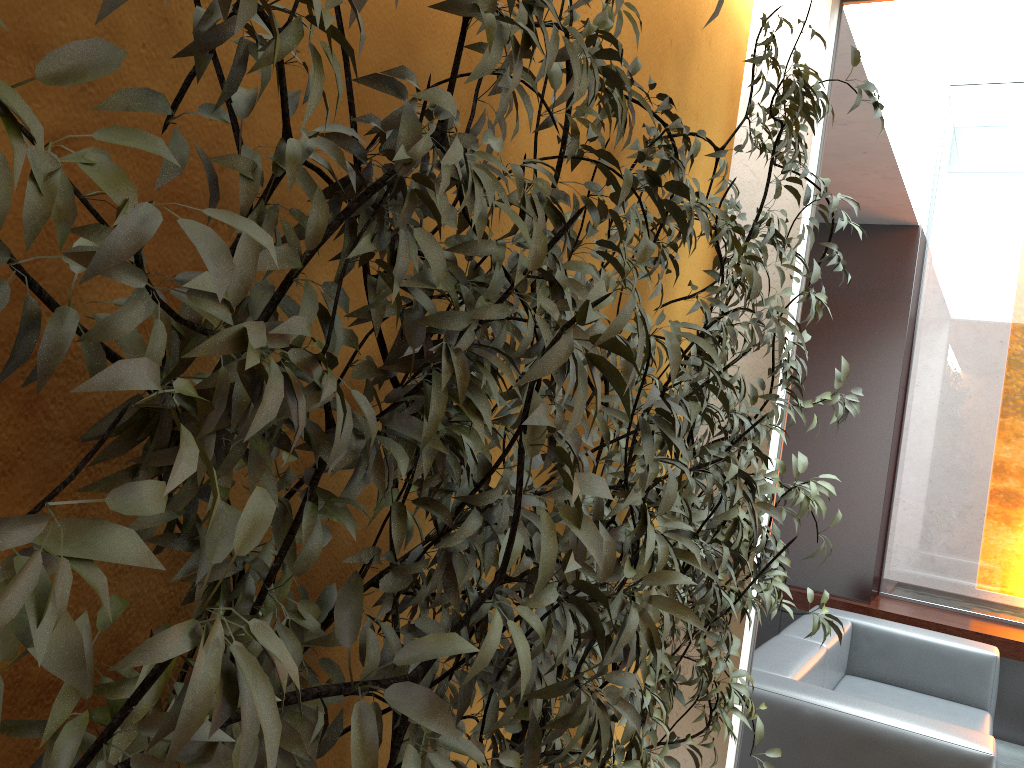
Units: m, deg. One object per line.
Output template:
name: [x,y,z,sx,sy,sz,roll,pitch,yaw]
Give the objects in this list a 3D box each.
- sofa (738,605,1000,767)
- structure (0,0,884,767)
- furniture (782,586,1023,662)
sofa: [1.576,1.514,3.891,0.943,0.652,2.025,8,-1,29]
structure: [0.107,0.083,1.435,0.622,2.483,3.166,8,-1,28]
furniture: [4.469,1.739,4.491,6.000,0.109,0.600,8,-1,29]
